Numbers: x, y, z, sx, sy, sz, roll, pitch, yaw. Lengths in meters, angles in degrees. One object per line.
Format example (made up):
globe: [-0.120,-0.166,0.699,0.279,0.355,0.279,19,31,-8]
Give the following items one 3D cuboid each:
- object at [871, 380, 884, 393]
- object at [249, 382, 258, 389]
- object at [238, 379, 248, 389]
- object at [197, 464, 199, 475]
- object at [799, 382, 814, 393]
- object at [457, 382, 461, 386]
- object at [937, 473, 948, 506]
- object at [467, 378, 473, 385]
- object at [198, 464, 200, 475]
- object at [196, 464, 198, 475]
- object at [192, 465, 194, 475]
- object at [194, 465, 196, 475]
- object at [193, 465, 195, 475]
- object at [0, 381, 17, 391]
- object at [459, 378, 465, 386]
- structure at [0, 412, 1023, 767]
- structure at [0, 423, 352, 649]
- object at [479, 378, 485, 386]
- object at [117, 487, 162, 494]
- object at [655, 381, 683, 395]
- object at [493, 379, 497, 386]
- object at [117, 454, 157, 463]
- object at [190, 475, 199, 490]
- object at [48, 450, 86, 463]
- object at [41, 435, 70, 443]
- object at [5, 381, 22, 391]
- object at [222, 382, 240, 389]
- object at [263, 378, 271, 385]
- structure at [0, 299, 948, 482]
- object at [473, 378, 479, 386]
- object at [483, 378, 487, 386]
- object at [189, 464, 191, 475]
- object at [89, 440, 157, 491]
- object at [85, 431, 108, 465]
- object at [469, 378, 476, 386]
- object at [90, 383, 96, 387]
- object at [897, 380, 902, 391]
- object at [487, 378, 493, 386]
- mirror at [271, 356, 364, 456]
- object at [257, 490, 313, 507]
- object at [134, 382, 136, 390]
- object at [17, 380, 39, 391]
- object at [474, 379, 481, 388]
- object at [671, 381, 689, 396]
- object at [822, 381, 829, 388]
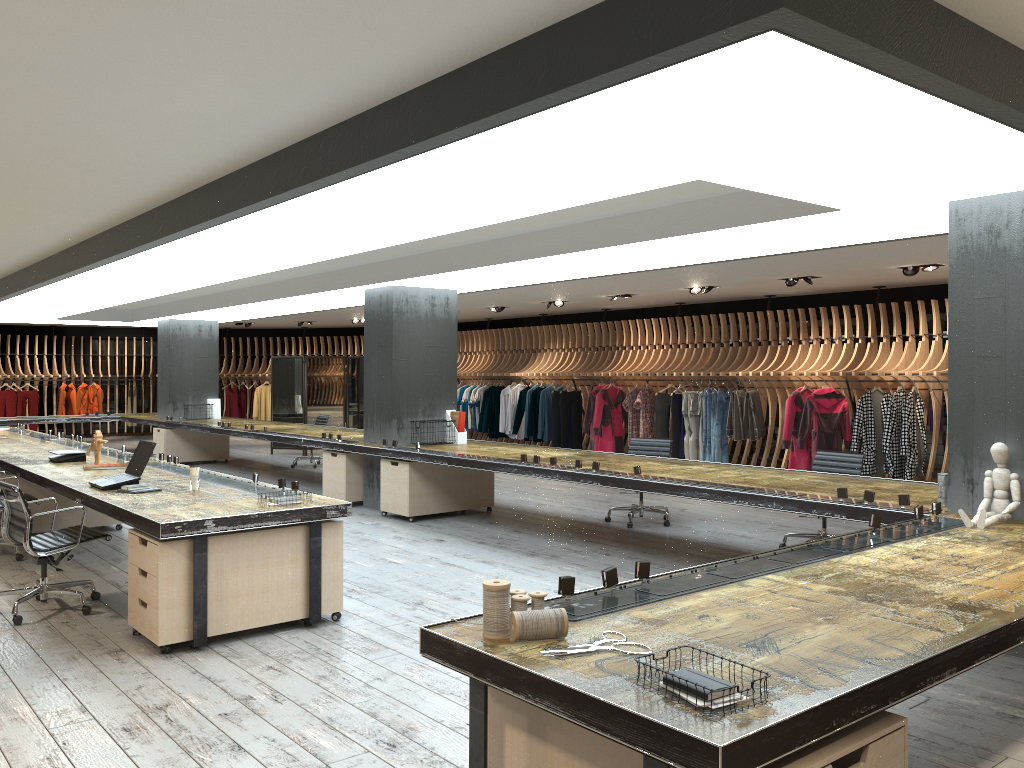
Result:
object: [4.872,0.064,11.823,0.525,0.270,0.012,0,0,-19]
object: [-6.495,-0.158,22.437,0.012,0.270,0.525,0,1,16]
object: [-6.804,-0.160,22.440,0.012,0.270,0.525,0,1,-44]
object: [-2.180,0.597,6.150,0.030,0.170,0.007,0,0,-19]
object: [4.204,0.048,12.647,0.525,0.270,0.012,0,0,-19]
object: [-1.208,-0.086,19.251,0.525,0.270,0.012,0,0,-24]
object: [2.602,0.628,5.318,0.079,0.188,0.079,0,0,-24]
object: [-0.892,-0.078,18.889,0.525,0.270,0.012,0,0,-14]
object: [-2.179,0.597,6.160,0.007,0.170,0.030,-1,0,44]
object: [-2.185,0.597,6.142,0.030,0.170,0.007,0,0,8]
object: [-2.204,0.597,6.136,0.007,0.170,0.030,0,0,-29]
object: [-2.194,0.597,6.137,0.030,0.170,0.007,0,0,35]
object: [-2.198,0.597,6.136,0.007,0.170,0.030,0,0,-43]
object: [-11.670,-0.148,20.450,0.525,0.270,0.012,0,0,6]
object: [-1.083,-0.084,19.128,0.012,0.270,0.525,0,0,36]
structure: [-3.173,0.947,10.176,4.836,0.844,18.478,-1,1,-39]
structure: [-4.733,0.958,9.183,1.162,0.844,10.452,0,1,-39]
object: [-0.616,-0.063,18.555,0.524,0.285,0.013,-1,0,-44]
object: [-2.554,0.682,6.093,0.219,0.019,0.213,1,1,36]
object: [2.618,0.008,14.564,0.525,0.270,0.012,0,0,1]
object: [-0.325,-0.062,18.184,0.525,0.270,0.012,0,0,-39]
object: [-3.454,0.623,8.180,0.302,0.074,0.217,-1,1,-45]
object: [-2.199,0.642,6.158,0.061,0.111,0.061,0,0,-5]
object: [-4.143,0.604,8.273,0.262,0.088,0.373,0,1,-39]
object: [-5.485,0.572,10.678,0.302,0.071,0.209,-1,1,-44]
object: [-11.550,-0.149,20.565,0.525,0.270,0.012,0,0,21]
object: [-7.073,-0.161,22.435,0.525,0.270,0.012,0,0,-39]
object: [-6.193,-0.161,22.401,0.525,0.270,0.012,0,0,-39]
structure: [-0.098,0.140,7.438,14.882,2.439,36.559,-1,1,-39]
object: [-0.748,-0.074,18.695,0.525,0.270,0.012,0,0,-34]
object: [-0.555,-0.073,18.458,0.012,0.270,0.525,0,0,36]
object: [-2.221,0.597,6.151,0.007,0.170,0.030,0,0,37]
object: [-2.791,0.528,6.364,0.365,0.316,0.373,0,1,-39]
object: [-3.690,0.506,7.949,0.320,0.300,0.097,0,0,35]
object: [-0.837,-0.069,18.761,0.523,0.288,0.015,0,0,-29]
object: [-10.182,-0.160,21.593,0.525,0.270,0.012,1,0,31]
object: [5.055,0.069,11.553,0.525,0.270,0.012,0,0,-39]
object: [-0.458,-0.059,18.314,0.524,0.284,0.014,0,0,-29]
mirror: [-3.598,0.306,16.992,2.111,1.892,0.443,0,0,2]
object: [-1.401,0.676,5.501,0.302,0.074,0.217,-1,1,-45]
object: [-9.349,-0.162,22.002,0.012,0.270,0.525,0,1,-19]
object: [-11.338,-0.152,20.761,0.525,0.270,0.012,0,0,1]
object: [-0.674,-0.067,18.643,0.523,0.290,0.013,-1,0,-44]
object: [2.759,0.011,14.405,0.525,0.270,0.012,0,0,-39]
object: [4.380,0.054,12.374,0.525,0.270,0.012,0,0,-9]
